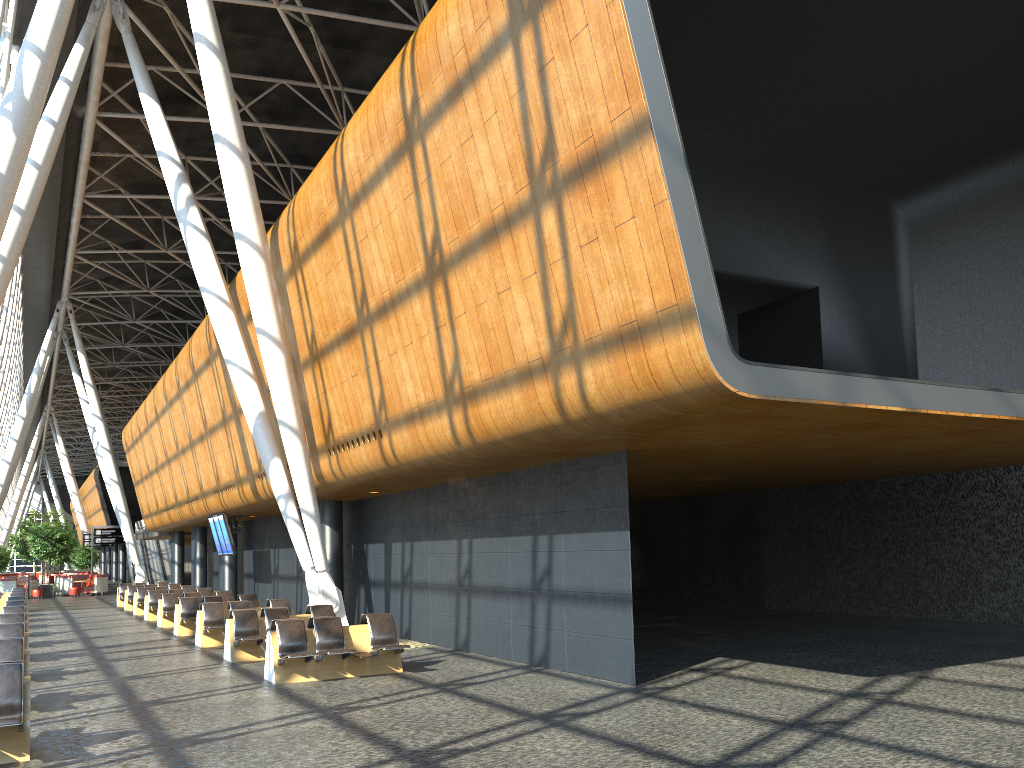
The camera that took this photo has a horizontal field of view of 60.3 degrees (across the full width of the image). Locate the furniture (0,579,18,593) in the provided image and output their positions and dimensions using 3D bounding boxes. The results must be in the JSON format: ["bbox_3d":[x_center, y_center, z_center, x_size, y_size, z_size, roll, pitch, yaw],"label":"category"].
[{"bbox_3d":[-24.811,9.959,42.821,2.838,0.999,0.896,-7,-9,28],"label":"furniture"}]

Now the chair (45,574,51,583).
[{"bbox_3d":[-27.987,12.089,53.779,0.661,1.000,0.629,-2,-6,6],"label":"chair"}]

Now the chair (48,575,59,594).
[{"bbox_3d":[-24.383,10.771,47.236,0.661,1.000,0.629,-2,-6,6],"label":"chair"}]

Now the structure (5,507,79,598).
[{"bbox_3d":[-24.295,8.639,45.280,3.101,4.491,5.855,3,-9,-36],"label":"structure"}]

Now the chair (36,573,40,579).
[{"bbox_3d":[-32.460,13.341,59.839,0.663,1.000,0.627,5,-9,-44],"label":"chair"}]

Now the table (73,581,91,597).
[{"bbox_3d":[-21.413,10.195,43.889,0.798,0.742,0.809,0,-8,-13],"label":"table"}]

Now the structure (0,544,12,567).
[{"bbox_3d":[-26.005,9.190,43.759,1.873,2.940,1.930,-6,-8,35],"label":"structure"}]

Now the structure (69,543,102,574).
[{"bbox_3d":[-25.844,11.067,53.339,1.783,2.752,1.748,-4,-7,18],"label":"structure"}]

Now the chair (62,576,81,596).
[{"bbox_3d":[-22.245,10.213,44.560,0.623,1.000,0.667,-3,-7,16],"label":"chair"}]

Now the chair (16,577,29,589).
[{"bbox_3d":[-24.669,10.207,44.170,0.622,1.000,0.668,-1,-6,-4],"label":"chair"}]

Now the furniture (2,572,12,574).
[{"bbox_3d":[-46.534,17.780,81.179,3.257,0.860,1.678,4,-11,-29],"label":"furniture"}]

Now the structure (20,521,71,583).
[{"bbox_3d":[-31.590,11.475,59.423,3.092,4.488,5.815,-1,-8,-6],"label":"structure"}]

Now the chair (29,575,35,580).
[{"bbox_3d":[-27.323,11.315,49.725,0.660,1.000,0.629,-1,-6,-4],"label":"chair"}]

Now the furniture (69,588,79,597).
[{"bbox_3d":[-21.561,10.252,43.390,0.443,0.455,0.448,1,-8,-16],"label":"furniture"}]

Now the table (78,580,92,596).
[{"bbox_3d":[-22.039,10.473,45.285,0.798,0.742,0.809,0,-8,-13],"label":"table"}]

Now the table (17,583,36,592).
[{"bbox_3d":[-23.245,9.935,42.221,0.802,0.742,0.805,-6,-9,32],"label":"table"}]

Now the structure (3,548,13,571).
[{"bbox_3d":[-27.961,10.000,47.501,1.835,2.824,1.799,-4,-7,18],"label":"structure"}]

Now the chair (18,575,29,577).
[{"bbox_3d":[-28.274,11.525,50.713,0.622,1.000,0.668,-1,-6,-4],"label":"chair"}]

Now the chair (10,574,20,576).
[{"bbox_3d":[-32.089,12.721,56.566,0.663,1.000,0.627,-5,-7,26],"label":"chair"}]

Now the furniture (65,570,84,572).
[{"bbox_3d":[-40.320,17.660,81.446,1.900,0.860,1.678,4,-11,-29],"label":"furniture"}]

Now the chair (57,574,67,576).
[{"bbox_3d":[-25.850,11.532,51.103,0.623,1.000,0.667,-3,-7,16],"label":"chair"}]

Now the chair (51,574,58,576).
[{"bbox_3d":[-27.190,11.906,52.913,0.623,1.000,0.668,-2,-6,6],"label":"chair"}]

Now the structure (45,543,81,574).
[{"bbox_3d":[-28.591,11.266,55.882,2.279,3.443,2.243,0,-7,-16],"label":"structure"}]

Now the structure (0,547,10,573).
[{"bbox_3d":[-24.527,8.779,41.260,1.783,2.752,1.748,-4,-7,18],"label":"structure"}]

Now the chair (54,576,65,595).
[{"bbox_3d":[-23.586,10.587,46.370,0.623,1.000,0.668,-2,-6,6],"label":"chair"}]

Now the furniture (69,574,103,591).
[{"bbox_3d":[-23.232,10.840,47.780,2.838,0.999,0.896,-7,-9,28],"label":"furniture"}]

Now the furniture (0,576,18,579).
[{"bbox_3d":[-28.415,11.278,49.364,2.838,0.999,0.896,-7,-9,28],"label":"furniture"}]

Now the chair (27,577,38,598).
[{"bbox_3d":[-23.718,9.996,43.181,0.660,1.000,0.629,-1,-6,-4],"label":"chair"}]

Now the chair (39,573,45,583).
[{"bbox_3d":[-30.124,12.753,57.027,0.663,1.000,0.627,5,-9,-44],"label":"chair"}]

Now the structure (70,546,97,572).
[{"bbox_3d":[-30.568,12.812,62.587,1.939,2.966,1.900,-4,-7,18],"label":"structure"}]

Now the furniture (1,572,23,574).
[{"bbox_3d":[-45.091,17.252,78.559,3.257,0.860,1.678,4,-11,-29],"label":"furniture"}]

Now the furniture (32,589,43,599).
[{"bbox_3d":[-22.731,10.072,42.254,0.443,0.455,0.448,-3,-8,13],"label":"furniture"}]

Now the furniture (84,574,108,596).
[{"bbox_3d":[-21.381,10.362,45.484,0.888,0.997,2.864,1,-10,-16],"label":"furniture"}]

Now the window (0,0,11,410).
[{"bbox_3d":[-38.932,8.101,65.917,3.723,13.899,168.008,1,-11,-29],"label":"window"}]
